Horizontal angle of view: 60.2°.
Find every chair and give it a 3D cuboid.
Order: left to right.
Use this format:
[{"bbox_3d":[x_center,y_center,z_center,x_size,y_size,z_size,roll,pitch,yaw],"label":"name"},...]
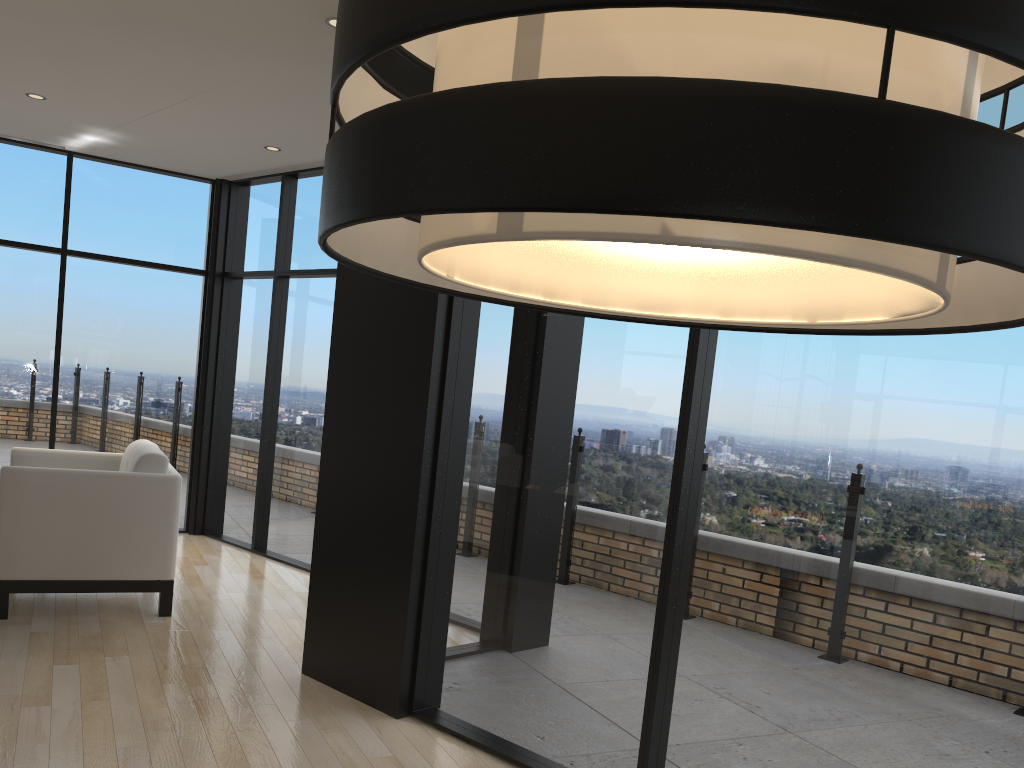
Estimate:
[{"bbox_3d":[-2.334,0.733,4.837,0.857,0.860,0.994,5,2,-27],"label":"chair"}]

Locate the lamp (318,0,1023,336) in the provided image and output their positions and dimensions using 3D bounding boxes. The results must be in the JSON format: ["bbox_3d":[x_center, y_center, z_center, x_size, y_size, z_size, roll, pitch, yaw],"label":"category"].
[{"bbox_3d":[0.192,-0.733,0.631,0.532,1.336,0.536,9,5,40],"label":"lamp"}]
